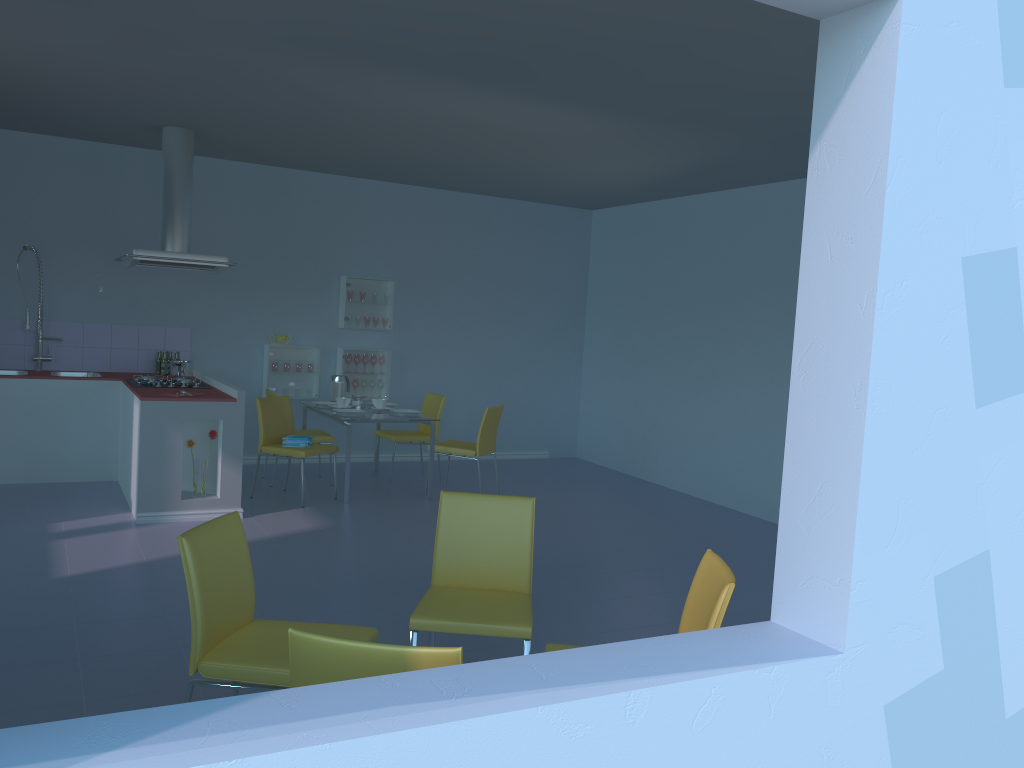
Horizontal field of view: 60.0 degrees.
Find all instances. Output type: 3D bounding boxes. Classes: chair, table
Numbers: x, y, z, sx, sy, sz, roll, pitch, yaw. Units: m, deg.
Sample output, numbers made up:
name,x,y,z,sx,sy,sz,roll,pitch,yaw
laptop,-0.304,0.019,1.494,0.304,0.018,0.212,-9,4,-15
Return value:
name,x,y,z,sx,sy,sz,roll,pitch,yaw
chair,-1.653,0.403,6.828,0.484,0.695,0.387,2,4,-26
chair,-0.829,0.426,7.243,0.484,0.695,0.387,1,4,-31
chair,-0.342,0.491,6.720,0.484,0.695,0.387,5,4,20
chair,-0.668,0.757,2.515,0.484,0.699,0.387,4,4,8
table,-1.136,0.493,6.822,0.730,0.590,1.173,1,4,-28
chair,-1.522,0.453,6.212,0.484,0.695,0.387,5,4,25
chair,-0.256,0.820,1.937,0.387,0.695,0.484,4,4,8
chair,0.329,0.822,2.434,0.484,0.695,0.387,4,4,3
chair,-0.118,0.756,3.009,0.387,0.695,0.484,4,4,3

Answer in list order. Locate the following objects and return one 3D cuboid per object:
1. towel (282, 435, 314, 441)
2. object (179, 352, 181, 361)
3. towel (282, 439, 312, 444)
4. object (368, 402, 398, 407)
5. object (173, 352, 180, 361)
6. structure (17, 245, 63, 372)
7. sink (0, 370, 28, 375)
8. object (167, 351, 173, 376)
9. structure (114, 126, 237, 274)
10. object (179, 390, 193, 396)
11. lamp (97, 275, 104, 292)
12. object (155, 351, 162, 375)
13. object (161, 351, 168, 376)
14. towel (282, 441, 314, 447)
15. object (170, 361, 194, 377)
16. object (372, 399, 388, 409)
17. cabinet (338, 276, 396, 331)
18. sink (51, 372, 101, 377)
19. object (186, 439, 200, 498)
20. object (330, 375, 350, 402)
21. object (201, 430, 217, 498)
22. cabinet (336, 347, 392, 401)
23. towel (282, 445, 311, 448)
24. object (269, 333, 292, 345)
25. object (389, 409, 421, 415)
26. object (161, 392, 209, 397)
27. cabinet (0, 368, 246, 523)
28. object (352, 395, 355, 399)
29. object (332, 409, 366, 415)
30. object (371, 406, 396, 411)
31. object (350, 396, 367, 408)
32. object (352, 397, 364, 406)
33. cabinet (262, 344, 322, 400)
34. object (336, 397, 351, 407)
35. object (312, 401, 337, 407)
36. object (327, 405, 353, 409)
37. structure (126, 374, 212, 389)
name,x,y,z,sx,sy,sz,roll,pitch,yaw
towel,-1.502,0.379,6.209,0.195,0.033,0.190,3,4,-2
object,-2.640,-0.162,6.996,0.052,0.187,0.052,3,4,-10
towel,-1.501,0.395,6.207,0.195,0.027,0.192,3,4,-7
object,-1.041,0.170,7.150,0.228,0.020,0.228,1,5,-31
object,-2.623,-0.156,6.929,0.052,0.187,0.052,3,4,-10
structure,-3.457,-0.546,6.493,0.308,0.920,0.178,1,4,-30
sink,-3.631,0.003,6.306,0.326,0.172,0.428,1,4,-28
object,-2.680,-0.161,6.943,0.052,0.187,0.052,3,4,-10
structure,-2.316,-1.264,6.110,0.695,0.962,0.895,1,4,-28
object,-2.067,0.053,5.590,0.041,0.009,0.375,1,5,-32
lamp,-3.093,-0.757,6.661,0.037,0.134,0.400,1,4,-28
object,-2.749,-0.165,6.913,0.052,0.190,0.052,5,4,26
object,-2.694,-0.159,6.878,0.052,0.190,0.052,5,4,26
towel,-1.499,0.411,6.210,0.195,0.024,0.201,3,4,-3
object,-2.373,-0.110,6.376,0.170,0.106,0.157,7,5,44
object,-1.016,0.159,6.856,0.111,0.083,0.091,6,5,33
cabinet,-1.267,-0.705,7.772,0.450,0.450,0.173,1,4,-28
sink,-3.213,0.014,6.531,0.326,0.172,0.428,1,4,-28
object,-1.961,0.519,5.438,0.085,0.365,0.050,1,4,-30
object,-1.402,0.044,7.190,0.132,0.222,0.146,4,4,14
object,-1.873,0.492,5.467,0.090,0.427,0.054,4,4,4
cabinet,-1.305,-0.087,7.814,0.450,0.450,0.173,1,4,-28
towel,-1.503,0.424,6.207,0.195,0.024,0.201,3,4,-9
object,-1.946,-0.377,7.453,0.203,0.100,0.077,1,5,-36
object,-0.806,0.214,6.713,0.228,0.020,0.228,1,5,-31
object,-2.042,0.064,5.540,0.151,0.006,0.269,5,4,24
cabinet,-3.069,0.338,5.793,2.200,0.800,2.139,1,4,-28
object,-1.224,0.125,6.923,0.023,0.079,0.077,5,4,27
object,-1.196,0.205,6.492,0.228,0.020,0.228,1,5,-31
object,-1.026,0.192,6.847,0.194,0.020,0.190,7,5,42
object,-1.193,0.142,6.965,0.166,0.081,0.123,1,5,-37
object,-1.210,0.142,6.952,0.090,0.071,0.087,5,4,27
cabinet,-1.860,-0.101,7.515,0.450,0.450,0.173,1,4,-28
object,-1.294,0.148,6.761,0.111,0.083,0.091,7,5,43
object,-1.445,0.159,6.939,0.228,0.020,0.228,2,4,-26
object,-1.286,0.181,6.773,0.190,0.020,0.194,1,5,-37
structure,-2.400,-0.022,6.191,0.500,0.047,0.600,1,4,-28
